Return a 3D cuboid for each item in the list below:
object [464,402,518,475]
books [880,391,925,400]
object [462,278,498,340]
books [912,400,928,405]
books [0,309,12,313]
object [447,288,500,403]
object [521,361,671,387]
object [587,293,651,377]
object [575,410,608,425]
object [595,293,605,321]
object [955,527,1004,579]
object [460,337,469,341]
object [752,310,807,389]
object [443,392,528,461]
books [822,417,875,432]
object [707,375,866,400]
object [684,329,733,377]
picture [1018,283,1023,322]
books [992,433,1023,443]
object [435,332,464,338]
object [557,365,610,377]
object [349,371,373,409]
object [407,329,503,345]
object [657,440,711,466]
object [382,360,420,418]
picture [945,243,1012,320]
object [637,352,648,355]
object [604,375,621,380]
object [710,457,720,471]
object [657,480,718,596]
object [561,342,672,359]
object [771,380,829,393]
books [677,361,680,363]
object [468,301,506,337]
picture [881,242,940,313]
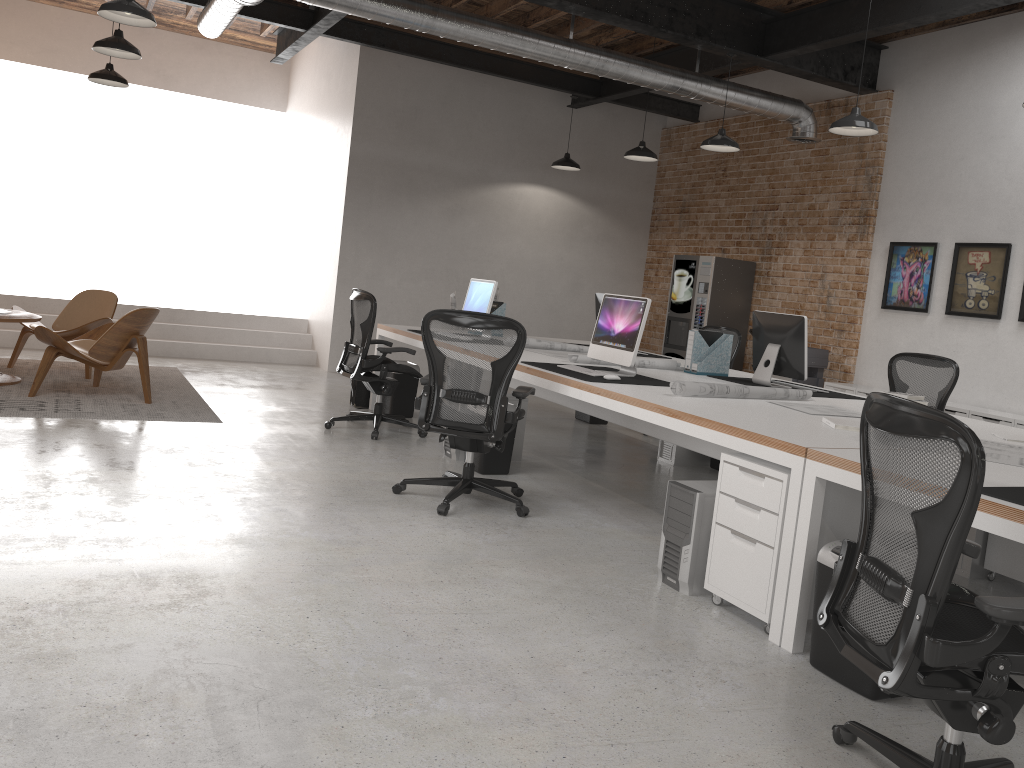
[{"bbox_3d":[-0.153,0.344,5.905,0.250,0.464,0.340,4,5,-27],"label":"object"},{"bbox_3d":[2.214,0.067,5.029,0.152,0.030,0.186,3,7,-29],"label":"books"},{"bbox_3d":[-0.261,-0.609,7.212,0.189,0.483,0.486,4,5,-27],"label":"object"},{"bbox_3d":[2.197,0.097,5.025,0.192,0.044,0.258,5,6,-10],"label":"books"},{"bbox_3d":[-4.245,-0.605,7.093,0.350,0.034,0.257,6,6,-2],"label":"books"},{"bbox_3d":[-0.407,-0.354,8.573,0.442,1.206,0.412,10,5,40],"label":"object"},{"bbox_3d":[0.533,-0.061,5.355,0.686,0.008,0.853,3,7,-27],"label":"object"},{"bbox_3d":[0.663,-0.297,5.386,0.189,0.483,0.486,4,5,-27],"label":"object"},{"bbox_3d":[0.805,0.140,8.652,0.250,0.464,0.340,4,5,-27],"label":"object"},{"bbox_3d":[0.836,-0.535,7.657,0.189,0.483,0.486,4,5,-27],"label":"object"},{"bbox_3d":[2.592,0.787,4.808,0.543,0.453,0.222,4,5,-27],"label":"object"},{"bbox_3d":[-0.354,-0.351,6.853,0.106,0.028,0.059,3,7,-26],"label":"object"},{"bbox_3d":[1.743,-0.229,5.864,0.189,0.483,0.486,4,5,-27],"label":"object"},{"bbox_3d":[-0.196,0.300,6.306,0.540,0.453,0.222,4,5,-27],"label":"object"},{"bbox_3d":[1.563,0.192,4.090,0.200,0.024,0.236,7,6,6],"label":"books"},{"bbox_3d":[1.824,0.022,5.921,0.686,0.008,0.853,3,7,-26],"label":"object"},{"bbox_3d":[1.391,-0.219,6.265,0.280,0.311,0.151,4,5,-27],"label":"object"},{"bbox_3d":[4.396,-0.804,7.153,0.042,0.650,0.527,5,5,-27],"label":"picture"},{"bbox_3d":[2.533,0.274,4.367,0.243,0.019,0.206,8,7,10],"label":"books"},{"bbox_3d":[-0.496,-0.394,7.148,0.118,0.017,0.441,3,7,-27],"label":"object"},{"bbox_3d":[0.428,-0.082,5.321,0.118,0.017,0.441,3,7,-27],"label":"object"},{"bbox_3d":[-1.217,0.004,8.029,0.547,0.428,0.269,3,5,-29],"label":"object"},{"bbox_3d":[-0.394,-0.374,7.188,0.686,0.008,0.853,3,7,-27],"label":"object"},{"bbox_3d":[1.464,0.405,7.037,0.543,0.453,0.222,4,5,-27],"label":"object"},{"bbox_3d":[-0.990,0.040,7.736,0.250,0.464,0.340,4,5,-27],"label":"object"},{"bbox_3d":[4.086,-0.909,7.766,0.042,0.650,0.527,5,5,-27],"label":"picture"},{"bbox_3d":[1.019,-0.290,7.751,0.118,0.017,0.441,3,7,-27],"label":"object"},{"bbox_3d":[0.570,-0.039,5.027,0.106,0.028,0.059,3,7,-28],"label":"object"},{"bbox_3d":[1.729,0.453,6.826,0.250,0.464,0.340,4,5,-27],"label":"object"},{"bbox_3d":[0.955,0.689,4.030,0.540,0.453,0.222,4,5,-27],"label":"object"},{"bbox_3d":[0.891,-0.294,7.766,0.686,0.008,0.853,3,7,-26],"label":"object"},{"bbox_3d":[1.926,0.016,5.957,0.118,0.017,0.441,3,7,-27],"label":"object"},{"bbox_3d":[1.211,-0.168,6.915,0.200,0.024,0.236,7,6,6],"label":"books"},{"bbox_3d":[-0.224,-0.597,7.976,0.280,0.311,0.151,4,5,-27],"label":"object"},{"bbox_3d":[3.769,-1.016,8.393,0.042,0.650,0.527,5,5,-27],"label":"picture"}]
